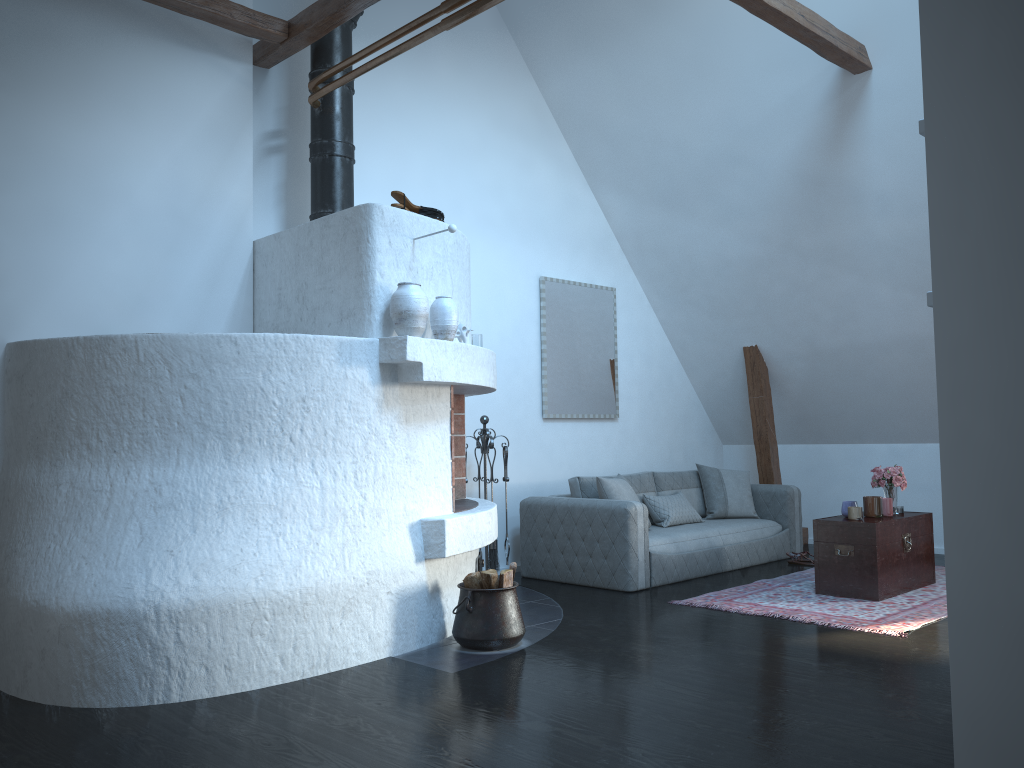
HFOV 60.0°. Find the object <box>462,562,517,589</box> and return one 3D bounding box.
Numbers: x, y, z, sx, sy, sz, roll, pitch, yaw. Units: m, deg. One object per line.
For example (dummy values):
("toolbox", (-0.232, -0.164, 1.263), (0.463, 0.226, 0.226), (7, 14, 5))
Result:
("object", (-0.121, 1.123, 4.633), (0.240, 0.370, 0.270), (2, -5, -44))

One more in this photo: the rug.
("rug", (2.453, 1.383, 6.017), (2.647, 0.029, 1.512), (2, -5, -44))

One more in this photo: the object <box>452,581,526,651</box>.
("object", (-0.123, 1.207, 4.650), (0.384, 0.313, 0.384), (0, -4, -18))

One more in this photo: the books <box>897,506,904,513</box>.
("books", (2.682, 0.901, 6.371), (0.243, 0.034, 0.179), (-3, -4, 24))

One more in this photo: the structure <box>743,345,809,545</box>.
("structure", (6.773, 0.224, 4.060), (1.023, 1.963, 12.350), (2, -5, -44))

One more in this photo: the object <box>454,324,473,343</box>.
("object", (-0.286, -0.281, 4.967), (0.161, 0.114, 0.064), (2, -5, -41))

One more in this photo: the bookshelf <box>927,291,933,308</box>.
("bookshelf", (1.478, -0.217, 2.323), (0.741, 0.038, 0.478), (2, -5, -44))

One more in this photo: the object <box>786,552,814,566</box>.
("object", (2.357, 1.416, 7.181), (0.277, 0.090, 0.101), (-3, -4, 34))

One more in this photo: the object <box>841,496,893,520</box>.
("object", (2.371, 0.834, 6.001), (0.413, 0.138, 0.215), (1, -4, -32))

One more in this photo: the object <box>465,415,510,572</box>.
("object", (-0.191, 0.850, 6.460), (0.376, 1.245, 0.376), (-3, -4, 26))

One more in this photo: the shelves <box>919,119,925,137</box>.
("shelves", (1.780, -0.646, 2.648), (1.604, 0.038, 0.478), (2, -5, -44))

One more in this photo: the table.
("table", (2.485, 1.144, 6.036), (0.962, 0.492, 0.471), (2, -5, -44))

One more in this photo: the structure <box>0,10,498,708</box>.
("structure", (-1.575, -0.903, 5.557), (3.058, 4.752, 3.049), (1, -4, -35))

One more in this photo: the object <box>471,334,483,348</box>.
("object", (-0.248, -0.249, 6.082), (0.092, 0.180, 0.092), (0, -4, -16))

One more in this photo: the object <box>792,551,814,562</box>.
("object", (2.447, 1.422, 7.314), (0.277, 0.090, 0.101), (-1, -3, 3))

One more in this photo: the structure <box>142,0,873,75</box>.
("structure", (1.906, -2.612, 1.910), (10.230, 3.562, 15.910), (2, -4, -38))

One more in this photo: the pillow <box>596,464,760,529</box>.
("pillow", (1.369, 0.924, 7.230), (2.075, 0.515, 0.444), (2, -5, -44))

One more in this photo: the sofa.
("sofa", (1.290, 1.105, 7.276), (2.458, 0.770, 1.107), (2, -5, -44))

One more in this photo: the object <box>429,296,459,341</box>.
("object", (-0.367, -0.336, 4.802), (0.158, 0.274, 0.158), (-1, -3, -5))

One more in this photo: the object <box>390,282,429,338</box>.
("object", (-0.531, -0.364, 4.599), (0.203, 0.314, 0.203), (-3, -4, 30))

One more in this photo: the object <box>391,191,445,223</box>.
("object", (-0.536, -0.967, 5.132), (0.311, 0.094, 0.783), (-3, -4, 32))

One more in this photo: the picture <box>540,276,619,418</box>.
("picture", (0.601, -0.297, 7.720), (0.965, 1.185, 0.025), (2, -5, -44))

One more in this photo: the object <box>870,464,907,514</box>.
("object", (2.646, 0.735, 6.231), (0.235, 0.351, 0.234), (-1, -3, 6))
